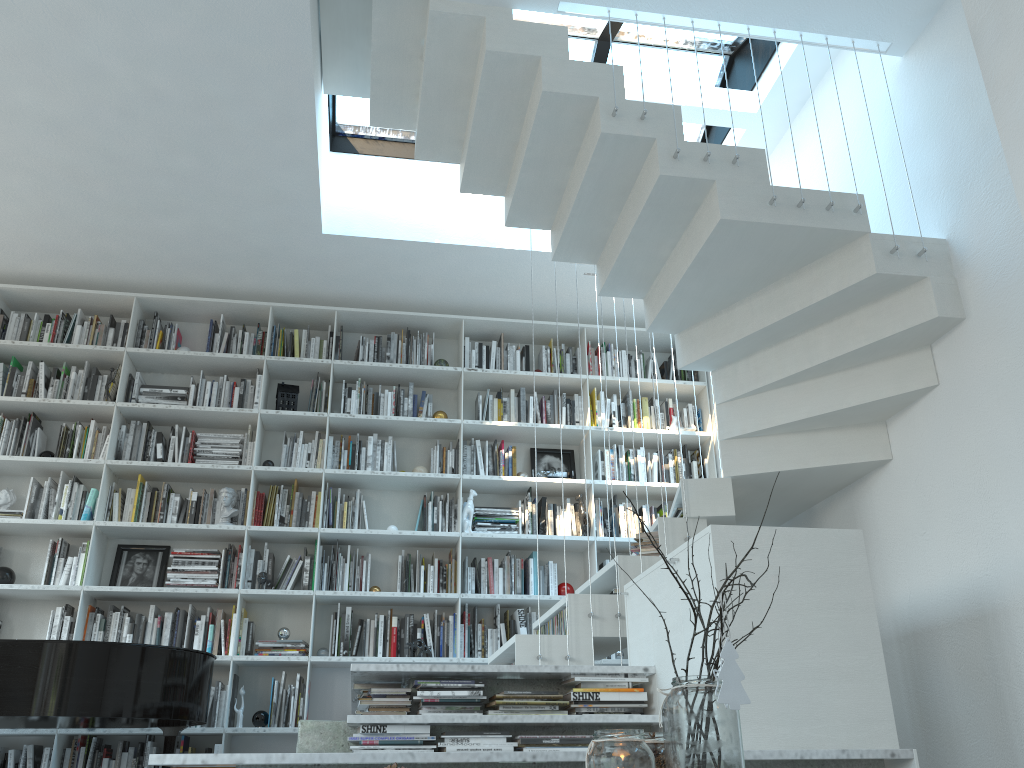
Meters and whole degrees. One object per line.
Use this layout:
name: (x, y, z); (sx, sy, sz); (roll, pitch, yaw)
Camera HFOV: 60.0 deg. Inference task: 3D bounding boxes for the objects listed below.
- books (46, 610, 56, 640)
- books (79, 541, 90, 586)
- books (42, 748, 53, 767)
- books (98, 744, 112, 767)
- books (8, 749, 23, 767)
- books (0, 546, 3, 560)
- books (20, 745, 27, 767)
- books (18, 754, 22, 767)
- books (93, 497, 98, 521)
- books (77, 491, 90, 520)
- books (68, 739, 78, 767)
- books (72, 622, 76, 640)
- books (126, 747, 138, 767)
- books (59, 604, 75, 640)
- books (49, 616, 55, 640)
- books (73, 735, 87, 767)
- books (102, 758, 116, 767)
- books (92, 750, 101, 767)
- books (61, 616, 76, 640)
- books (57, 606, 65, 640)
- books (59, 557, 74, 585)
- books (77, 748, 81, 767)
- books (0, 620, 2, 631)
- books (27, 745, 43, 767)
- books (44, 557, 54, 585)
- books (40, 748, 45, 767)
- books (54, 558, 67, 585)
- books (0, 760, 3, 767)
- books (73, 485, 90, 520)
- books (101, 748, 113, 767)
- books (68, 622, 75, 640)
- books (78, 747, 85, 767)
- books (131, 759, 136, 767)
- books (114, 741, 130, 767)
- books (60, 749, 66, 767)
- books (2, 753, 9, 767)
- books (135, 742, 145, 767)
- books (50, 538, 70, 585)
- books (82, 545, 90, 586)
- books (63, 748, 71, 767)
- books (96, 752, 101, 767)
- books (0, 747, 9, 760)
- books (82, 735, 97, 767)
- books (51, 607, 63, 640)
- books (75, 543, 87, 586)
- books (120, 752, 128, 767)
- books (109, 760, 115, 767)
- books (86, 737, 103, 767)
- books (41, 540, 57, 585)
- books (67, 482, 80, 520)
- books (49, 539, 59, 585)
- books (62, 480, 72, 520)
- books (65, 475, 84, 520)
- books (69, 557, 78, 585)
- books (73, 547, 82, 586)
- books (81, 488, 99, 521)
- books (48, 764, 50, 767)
books: (-2.580, 1.411, 4.981); (0.012, 0.253, 0.161); (3, -24, -9)
books: (-2.452, 1.066, 5.134); (0.011, 0.277, 0.188); (3, -24, -9)
books: (-2.452, 2.066, 4.692); (0.024, 0.259, 0.190); (3, -24, -9)
books: (-2.199, 2.086, 4.762); (0.012, 0.275, 0.155); (3, -24, -9)
books: (-2.618, 2.066, 4.679); (0.062, 0.252, 0.178); (3, -24, -9)
books: (-2.978, 1.050, 5.069); (0.028, 0.264, 0.145); (3, -24, -9)
books: (-2.569, 2.055, 4.681); (0.012, 0.273, 0.181); (3, -24, -9)
books: (-2.581, 2.077, 4.678); (0.011, 0.231, 0.175); (3, -24, -9)
books: (-2.455, 0.783, 5.279); (0.027, 0.180, 0.142); (3, -24, -9)
books: (-2.541, 0.763, 5.278); (0.026, 0.218, 0.150); (3, -24, -9)
books: (-2.335, 2.058, 4.726); (0.014, 0.299, 0.185); (3, -24, -9)
books: (-2.438, 1.443, 4.990); (0.024, 0.200, 0.159); (3, -24, -9)
books: (-2.054, 2.100, 4.779); (0.028, 0.260, 0.133); (3, -24, -9)
books: (-2.516, 1.398, 4.998); (0.014, 0.289, 0.132); (3, -24, -9)
books: (-2.568, 1.428, 4.984); (0.015, 0.224, 0.148); (3, -24, -9)
books: (-2.324, 2.047, 4.751); (0.014, 0.338, 0.140); (3, -24, -9)
books: (-2.163, 2.110, 4.732); (0.028, 0.205, 0.175); (3, -24, -9)
books: (-2.227, 2.097, 4.751); (0.022, 0.245, 0.144); (3, -24, -9)
books: (-2.494, 1.428, 4.979); (0.029, 0.220, 0.154); (3, -24, -9)
books: (-2.528, 1.405, 4.997); (0.010, 0.276, 0.156); (3, -24, -9)
books: (-2.549, 1.105, 5.109); (0.057, 0.187, 0.156); (3, -24, -9)
books: (-2.314, 2.090, 4.748); (0.010, 0.257, 0.132); (3, -24, -9)
books: (-2.893, 1.413, 4.924); (0.023, 0.211, 0.160); (3, -24, -9)
books: (-2.528, 2.062, 4.700); (0.073, 0.274, 0.182); (3, -24, -9)
books: (-2.641, 1.101, 5.094); (0.025, 0.185, 0.154); (3, -24, -9)
books: (-2.482, 2.078, 4.716); (0.025, 0.258, 0.133); (3, -24, -9)
books: (-2.594, 1.111, 5.115); (0.030, 0.182, 0.155); (3, -24, -9)
books: (-2.689, 2.085, 4.657); (0.029, 0.201, 0.179); (3, -24, -9)
books: (-2.565, 0.745, 5.281); (0.022, 0.255, 0.153); (3, -24, -9)
books: (-2.187, 2.096, 4.760); (0.012, 0.254, 0.151); (3, -24, -9)
books: (-2.467, 1.450, 4.997); (0.031, 0.194, 0.142); (3, -24, -9)
books: (-2.295, 2.085, 4.743); (0.025, 0.262, 0.145); (3, -24, -9)
books: (-2.028, 2.127, 4.770); (0.024, 0.202, 0.145); (3, -24, -9)
books: (-2.111, 2.080, 4.774); (0.026, 0.292, 0.155); (3, -24, -9)
books: (-2.386, 2.084, 4.728); (0.012, 0.253, 0.161); (3, -24, -9)
books: (-2.663, 2.075, 4.679); (0.028, 0.237, 0.137); (3, -24, -9)
books: (-2.008, 2.085, 4.777); (0.013, 0.284, 0.185); (3, -24, -9)
books: (-2.614, 1.055, 5.129); (0.012, 0.297, 0.166); (3, -24, -9)
books: (-2.436, 1.067, 5.139); (0.021, 0.280, 0.162); (3, -24, -9)
books: (-2.354, 2.077, 4.714); (0.026, 0.255, 0.184); (3, -24, -9)
books: (-2.210, 2.100, 4.749); (0.012, 0.237, 0.129); (3, -24, -9)
books: (-2.721, 2.059, 4.676); (0.031, 0.264, 0.145); (3, -24, -9)
books: (-2.276, 2.048, 4.751); (0.012, 0.335, 0.144); (3, -24, -9)
books: (-2.544, 1.402, 4.980); (0.027, 0.268, 0.159); (3, -24, -9)
books: (-2.472, 1.073, 5.138); (0.027, 0.268, 0.179); (3, -24, -9)
books: (-2.083, 2.110, 4.770); (0.030, 0.233, 0.138); (3, -24, -9)
books: (-2.140, 2.128, 4.761); (0.030, 0.196, 0.143); (3, -24, -9)
books: (-2.254, 2.062, 4.750); (0.034, 0.310, 0.170); (3, -24, -9)
books: (-2.661, 1.056, 5.115); (0.012, 0.284, 0.160); (3, -24, -9)
books: (-2.584, 0.734, 5.260); (0.023, 0.258, 0.171); (3, -24, -9)
books: (-2.626, 1.058, 5.128); (0.011, 0.290, 0.156); (3, -24, -9)
books: (-2.611, 0.725, 5.248); (0.012, 0.264, 0.193); (3, -24, -9)
books: (-2.601, 0.713, 5.265); (0.011, 0.299, 0.179); (3, -24, -9)
books: (-2.510, 1.109, 5.119); (0.024, 0.187, 0.173); (3, -24, -9)
books: (-2.490, 1.080, 5.124); (0.012, 0.243, 0.171); (3, -24, -9)
books: (-2.495, 0.752, 5.265); (0.060, 0.226, 0.180); (3, -24, -9)
books: (-2.431, 2.111, 4.695); (0.024, 0.179, 0.172); (3, -24, -9)
